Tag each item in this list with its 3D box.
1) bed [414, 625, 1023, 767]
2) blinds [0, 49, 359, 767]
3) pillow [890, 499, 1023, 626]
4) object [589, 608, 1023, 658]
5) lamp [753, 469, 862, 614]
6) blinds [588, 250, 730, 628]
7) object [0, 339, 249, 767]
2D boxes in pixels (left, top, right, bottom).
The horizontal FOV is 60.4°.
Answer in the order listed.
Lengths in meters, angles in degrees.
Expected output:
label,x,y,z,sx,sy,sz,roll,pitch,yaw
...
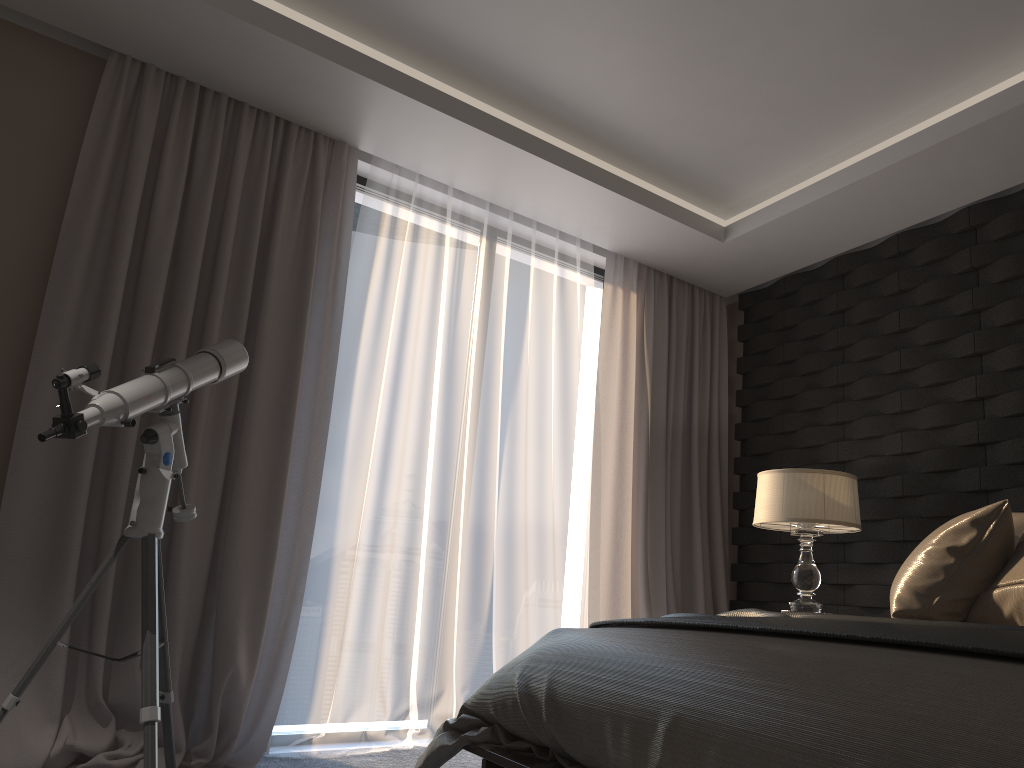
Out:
label,x,y,z,sx,sy,sz,roll,pitch,yaw
bed,1.241,0.936,2.133,2.397,0.627,2.180,11,-15,-27
blinds,-1.108,-0.005,3.180,1.104,2.653,0.339,16,-18,-35
pillow,1.627,0.474,2.502,0.939,0.520,1.198,11,-15,-25
object,0.849,0.681,1.949,0.647,0.324,1.951,11,-15,-27
lamp,1.278,0.715,3.819,0.463,0.633,0.466,4,-14,4
blinds,0.884,0.499,4.753,1.052,2.652,0.322,16,-18,-36
object,-1.059,0.457,2.459,0.648,1.412,0.564,15,-17,-35
